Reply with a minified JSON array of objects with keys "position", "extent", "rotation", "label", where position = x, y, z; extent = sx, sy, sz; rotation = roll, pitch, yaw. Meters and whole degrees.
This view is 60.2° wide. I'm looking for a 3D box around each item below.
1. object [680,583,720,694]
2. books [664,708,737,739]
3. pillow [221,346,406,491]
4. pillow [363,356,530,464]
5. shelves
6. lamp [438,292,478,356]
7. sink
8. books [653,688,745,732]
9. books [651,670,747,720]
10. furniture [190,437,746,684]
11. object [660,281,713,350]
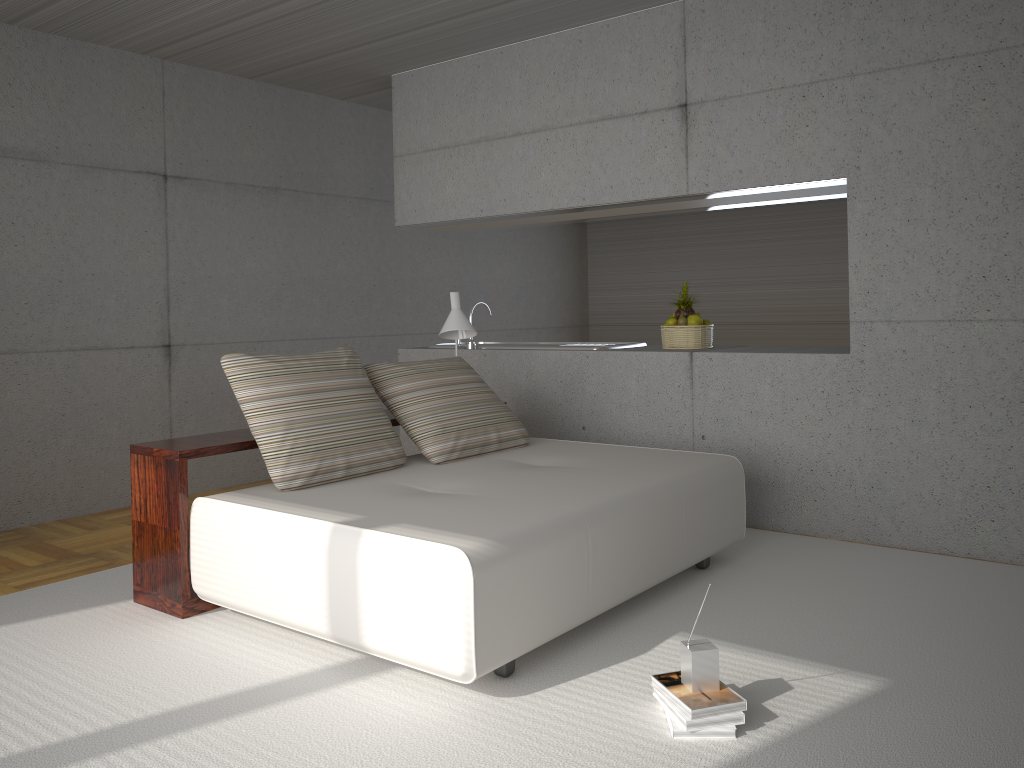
[{"position":[0.594,0.766,2.716],"extent":[0.090,0.366,0.186],"rotation":[-1,1,-11],"label":"object"},{"position":[0.576,1.026,2.751],"extent":[0.189,0.032,0.265],"rotation":[-1,5,2],"label":"books"},{"position":[-0.918,0.140,4.243],"extent":[0.490,0.609,0.803],"rotation":[0,3,38],"label":"pillow"},{"position":[-0.349,0.125,4.884],"extent":[0.578,0.516,0.809],"rotation":[1,4,39],"label":"pillow"},{"position":[-0.876,0.551,4.775],"extent":[0.400,0.714,2.257],"rotation":[0,4,38],"label":"shelves"},{"position":[-0.321,-0.231,5.551],"extent":[0.244,0.699,0.324],"rotation":[-1,1,19],"label":"lamp"},{"position":[0.116,-0.357,6.635],"extent":[1.702,0.539,0.768],"rotation":[2,5,38],"label":"sink"},{"position":[0.575,0.994,2.751],"extent":[0.189,0.032,0.265],"rotation":[-2,5,-12],"label":"books"},{"position":[0.578,0.961,2.758],"extent":[0.189,0.032,0.265],"rotation":[-3,5,-17],"label":"books"},{"position":[-0.100,0.682,4.150],"extent":[1.612,0.521,2.174],"rotation":[2,6,38],"label":"furniture"},{"position":[1.145,-0.454,5.807],"extent":[0.333,0.441,0.370],"rotation":[0,2,24],"label":"object"}]
